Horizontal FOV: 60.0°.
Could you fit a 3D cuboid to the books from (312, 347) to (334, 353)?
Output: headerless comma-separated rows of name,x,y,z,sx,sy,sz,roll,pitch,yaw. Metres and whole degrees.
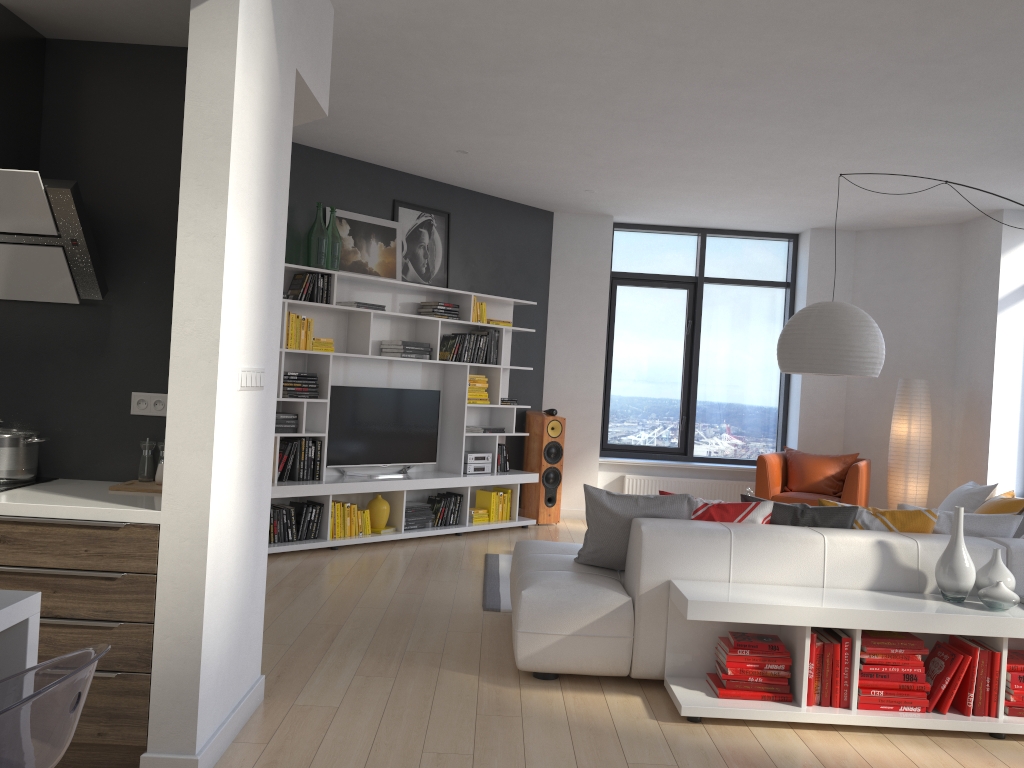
books,-1.450,-0.258,6.624,0.147,0.033,0.190,4,0,44

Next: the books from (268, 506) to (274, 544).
books,-1.753,0.983,6.279,0.202,0.268,0.053,4,0,44

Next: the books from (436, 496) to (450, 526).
books,-0.611,1.065,7.437,0.169,0.233,0.081,4,0,43

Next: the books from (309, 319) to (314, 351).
books,-1.529,-0.362,6.556,0.172,0.234,0.024,4,0,44

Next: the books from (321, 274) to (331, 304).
books,-1.413,-0.704,6.626,0.174,0.230,0.019,4,0,44

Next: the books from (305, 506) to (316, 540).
books,-1.523,1.008,6.507,0.179,0.243,0.071,4,0,43

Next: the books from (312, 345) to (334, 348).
books,-1.451,-0.281,6.627,0.148,0.011,0.196,4,0,44

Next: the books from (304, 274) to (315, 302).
books,-1.525,-0.701,6.518,0.154,0.212,0.074,4,0,43

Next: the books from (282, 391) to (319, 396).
books,-1.583,0.063,6.504,0.189,0.025,0.270,4,0,43

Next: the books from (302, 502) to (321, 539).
books,-1.504,1.006,6.543,0.191,0.249,0.084,4,0,44

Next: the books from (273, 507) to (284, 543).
books,-1.686,1.000,6.322,0.169,0.242,0.050,4,0,44

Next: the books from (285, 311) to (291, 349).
books,-1.672,-0.388,6.400,0.213,0.270,0.025,4,0,44

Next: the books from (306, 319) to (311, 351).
books,-1.545,-0.363,6.534,0.172,0.234,0.024,4,0,44

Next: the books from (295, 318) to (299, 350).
books,-1.605,-0.362,6.451,0.156,0.229,0.024,4,0,44

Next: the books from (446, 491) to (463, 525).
books,-0.511,1.058,7.558,0.197,0.260,0.066,4,0,44

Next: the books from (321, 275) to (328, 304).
books,-1.438,-0.699,6.611,0.169,0.218,0.038,4,0,44

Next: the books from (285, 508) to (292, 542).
books,-1.648,1.002,6.367,0.177,0.242,0.066,4,0,44

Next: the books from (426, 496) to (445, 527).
books,-0.662,1.062,7.397,0.182,0.234,0.104,4,0,44

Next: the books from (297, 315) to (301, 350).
books,-1.603,-0.375,6.479,0.180,0.251,0.019,4,0,44

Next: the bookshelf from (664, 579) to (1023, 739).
bookshelf,1.972,1.175,3.690,2.600,0.500,0.356,3,0,-1

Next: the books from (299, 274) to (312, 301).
books,-1.554,-0.703,6.506,0.171,0.214,0.087,4,0,44

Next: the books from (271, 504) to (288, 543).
books,-1.674,0.995,6.351,0.193,0.255,0.066,4,0,44

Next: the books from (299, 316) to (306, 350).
books,-1.583,-0.374,6.497,0.185,0.250,0.035,4,0,44

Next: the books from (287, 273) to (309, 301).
books,-1.572,-0.704,6.479,0.166,0.213,0.096,4,0,42

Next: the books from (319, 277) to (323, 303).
books,-1.458,-0.692,6.589,0.147,0.200,0.021,4,0,44

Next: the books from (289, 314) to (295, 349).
books,-1.652,-0.380,6.429,0.198,0.255,0.044,4,0,44

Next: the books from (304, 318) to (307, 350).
books,-1.564,-0.367,6.519,0.169,0.239,0.023,4,0,44

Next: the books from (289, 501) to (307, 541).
books,-1.584,0.997,6.466,0.197,0.260,0.066,4,0,44

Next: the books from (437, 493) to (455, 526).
books,-0.580,1.057,7.488,0.192,0.254,0.075,4,0,43

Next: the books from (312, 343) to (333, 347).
books,-1.440,-0.294,6.609,0.169,0.018,0.113,3,0,-45

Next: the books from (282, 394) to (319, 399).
books,-1.584,0.089,6.502,0.189,0.026,0.263,4,0,42

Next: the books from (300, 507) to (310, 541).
books,-1.549,1.009,6.462,0.069,0.242,0.172,3,0,-45

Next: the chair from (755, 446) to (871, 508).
chair,2.743,1.026,8.021,0.896,0.858,0.843,3,0,31

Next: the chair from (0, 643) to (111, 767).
chair,-0.897,0.839,1.397,0.434,0.838,0.475,3,0,-3

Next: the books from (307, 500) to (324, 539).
books,-1.481,1.003,6.567,0.197,0.260,0.066,4,0,44

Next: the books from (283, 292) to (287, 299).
books,-1.762,-0.632,6.267,0.268,0.046,0.208,3,0,-42

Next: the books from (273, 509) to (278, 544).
books,-1.729,1.000,6.299,0.189,0.240,0.053,4,0,44

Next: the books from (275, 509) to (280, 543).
books,-1.707,1.002,6.312,0.170,0.236,0.049,4,0,45

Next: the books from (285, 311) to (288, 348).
books,-1.685,-0.389,6.375,0.204,0.270,0.029,4,0,44

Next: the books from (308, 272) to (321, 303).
books,-1.478,-0.707,6.575,0.176,0.232,0.025,4,0,44

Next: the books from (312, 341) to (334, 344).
books,-1.445,-0.310,6.624,0.134,0.014,0.187,4,0,44

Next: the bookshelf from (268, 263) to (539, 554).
bookshelf,-0.930,0.215,7.102,0.455,2.052,3.000,4,0,44

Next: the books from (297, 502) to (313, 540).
books,-1.550,1.001,6.498,0.192,0.254,0.075,4,0,43

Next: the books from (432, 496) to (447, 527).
books,-0.642,1.064,7.424,0.187,0.234,0.096,4,0,44

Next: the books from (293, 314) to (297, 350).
books,-1.632,-0.381,6.452,0.199,0.263,0.015,4,0,44

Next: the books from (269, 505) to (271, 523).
books,-1.817,0.957,6.217,0.259,0.321,0.128,4,0,44

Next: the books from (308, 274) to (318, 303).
books,-1.492,-0.702,6.553,0.156,0.221,0.021,4,0,44

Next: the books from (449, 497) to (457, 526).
books,-0.557,1.065,7.503,0.179,0.243,0.068,4,0,43

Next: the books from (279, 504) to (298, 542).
books,-1.626,0.999,6.394,0.191,0.249,0.083,4,0,44

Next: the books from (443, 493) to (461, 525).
books,-0.534,1.061,7.533,0.191,0.249,0.084,4,0,44

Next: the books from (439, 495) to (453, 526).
books,-0.577,1.064,7.453,0.069,0.242,0.172,3,0,-45

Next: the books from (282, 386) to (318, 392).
books,-1.599,0.035,6.511,0.209,0.030,0.266,4,0,43

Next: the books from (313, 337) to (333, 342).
books,-1.456,-0.330,6.631,0.138,0.026,0.186,4,0,44
